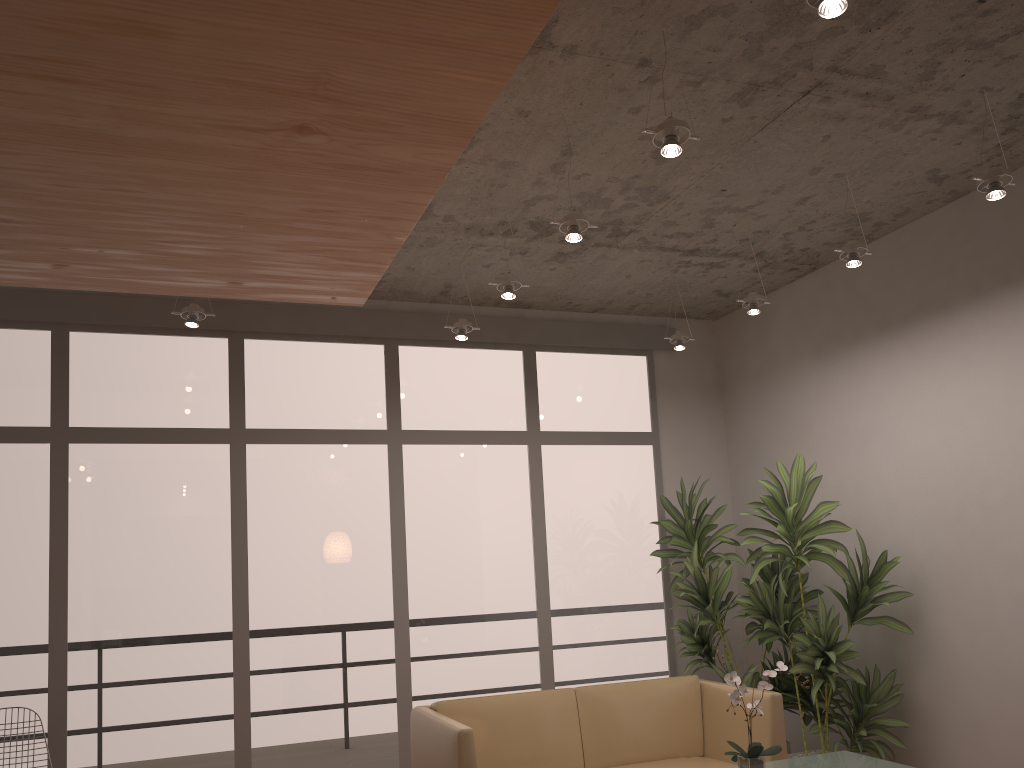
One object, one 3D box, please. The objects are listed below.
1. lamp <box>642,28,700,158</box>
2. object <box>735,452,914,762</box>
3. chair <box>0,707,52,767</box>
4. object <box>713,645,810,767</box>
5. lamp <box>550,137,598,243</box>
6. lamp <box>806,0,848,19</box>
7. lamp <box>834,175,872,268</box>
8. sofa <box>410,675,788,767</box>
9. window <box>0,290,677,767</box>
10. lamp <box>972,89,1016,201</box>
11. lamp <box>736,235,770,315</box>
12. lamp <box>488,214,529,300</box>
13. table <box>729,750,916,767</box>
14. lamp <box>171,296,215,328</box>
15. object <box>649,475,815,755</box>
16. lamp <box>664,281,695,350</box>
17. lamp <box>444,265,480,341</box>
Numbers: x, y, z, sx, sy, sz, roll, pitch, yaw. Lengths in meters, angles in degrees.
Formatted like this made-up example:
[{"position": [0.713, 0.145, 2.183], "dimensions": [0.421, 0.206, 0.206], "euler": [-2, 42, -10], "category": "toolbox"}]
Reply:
[{"position": [0.552, -1.044, 3.132], "dimensions": [0.135, 0.477, 0.199], "euler": [-8, -9, 36], "category": "lamp"}, {"position": [1.800, 1.486, 5.306], "dimensions": [0.965, 2.079, 1.096], "euler": [-2, -8, -8], "category": "object"}, {"position": [-2.628, 2.148, 4.519], "dimensions": [0.542, 0.890, 0.570], "euler": [0, -9, -21], "category": "chair"}, {"position": [0.963, 1.338, 3.516], "dimensions": [0.297, 0.582, 0.376], "euler": [1, -9, -26], "category": "object"}, {"position": [0.263, -0.865, 3.895], "dimensions": [0.135, 0.477, 0.199], "euler": [-8, -9, 36], "category": "lamp"}, {"position": [0.841, -1.222, 2.370], "dimensions": [0.135, 0.477, 0.199], "euler": [-8, -9, 36], "category": "lamp"}, {"position": [1.694, -0.825, 4.429], "dimensions": [0.135, 0.477, 0.199], "euler": [-8, -9, 36], "category": "lamp"}, {"position": [0.457, 2.050, 4.656], "dimensions": [1.797, 0.827, 0.893], "euler": [1, -11, -21], "category": "sofa"}, {"position": [-2.656, 1.065, 5.168], "dimensions": [8.542, 3.241, 0.063], "euler": [1, -8, -20], "category": "window"}, {"position": [1.983, -1.003, 3.666], "dimensions": [0.135, 0.477, 0.199], "euler": [-8, -9, 36], "category": "lamp"}, {"position": [1.406, -0.646, 5.191], "dimensions": [0.135, 0.477, 0.199], "euler": [-8, -9, 36], "category": "lamp"}, {"position": [-0.025, -0.687, 4.657], "dimensions": [0.135, 0.477, 0.199], "euler": [-8, -9, 36], "category": "lamp"}, {"position": [0.904, 1.907, 3.445], "dimensions": [1.866, 0.553, 0.956], "euler": [1, -12, -20], "category": "table"}, {"position": [-1.763, -0.550, 4.879], "dimensions": [0.135, 0.477, 0.199], "euler": [-8, -9, 36], "category": "lamp"}, {"position": [1.549, 1.633, 5.929], "dimensions": [1.079, 2.079, 0.979], "euler": [-3, -8, -3], "category": "object"}, {"position": [1.117, -0.468, 5.954], "dimensions": [0.135, 0.477, 0.199], "euler": [-8, -9, 36], "category": "lamp"}, {"position": [-0.314, -0.509, 5.420], "dimensions": [0.135, 0.477, 0.199], "euler": [-8, -9, 36], "category": "lamp"}]
